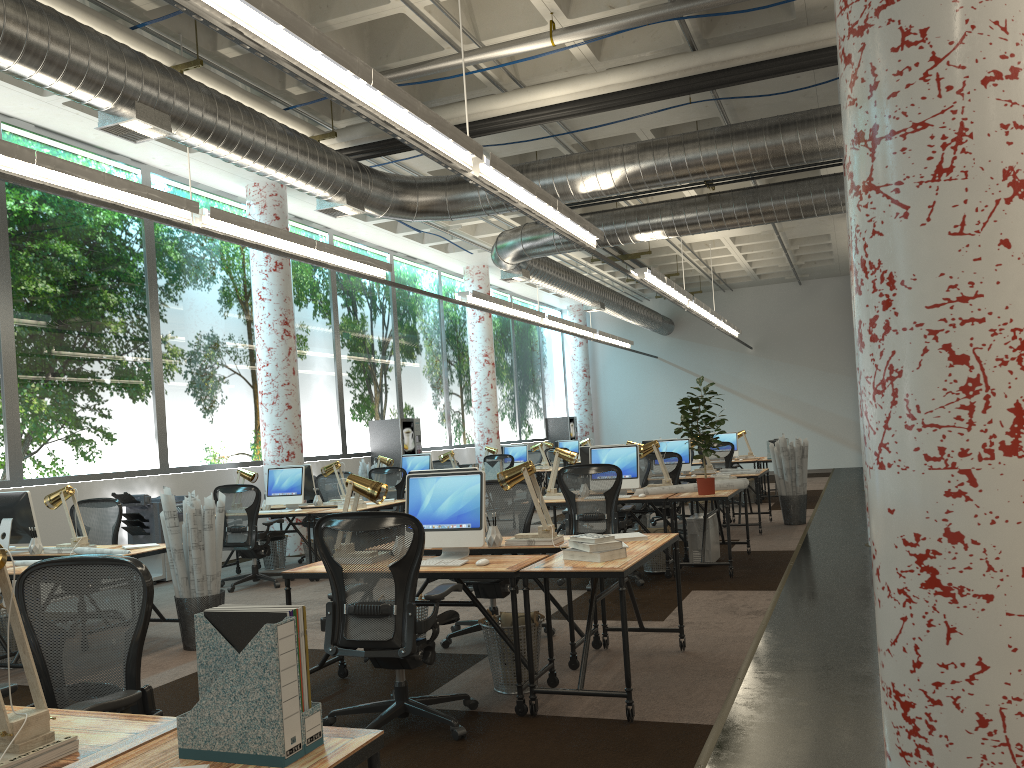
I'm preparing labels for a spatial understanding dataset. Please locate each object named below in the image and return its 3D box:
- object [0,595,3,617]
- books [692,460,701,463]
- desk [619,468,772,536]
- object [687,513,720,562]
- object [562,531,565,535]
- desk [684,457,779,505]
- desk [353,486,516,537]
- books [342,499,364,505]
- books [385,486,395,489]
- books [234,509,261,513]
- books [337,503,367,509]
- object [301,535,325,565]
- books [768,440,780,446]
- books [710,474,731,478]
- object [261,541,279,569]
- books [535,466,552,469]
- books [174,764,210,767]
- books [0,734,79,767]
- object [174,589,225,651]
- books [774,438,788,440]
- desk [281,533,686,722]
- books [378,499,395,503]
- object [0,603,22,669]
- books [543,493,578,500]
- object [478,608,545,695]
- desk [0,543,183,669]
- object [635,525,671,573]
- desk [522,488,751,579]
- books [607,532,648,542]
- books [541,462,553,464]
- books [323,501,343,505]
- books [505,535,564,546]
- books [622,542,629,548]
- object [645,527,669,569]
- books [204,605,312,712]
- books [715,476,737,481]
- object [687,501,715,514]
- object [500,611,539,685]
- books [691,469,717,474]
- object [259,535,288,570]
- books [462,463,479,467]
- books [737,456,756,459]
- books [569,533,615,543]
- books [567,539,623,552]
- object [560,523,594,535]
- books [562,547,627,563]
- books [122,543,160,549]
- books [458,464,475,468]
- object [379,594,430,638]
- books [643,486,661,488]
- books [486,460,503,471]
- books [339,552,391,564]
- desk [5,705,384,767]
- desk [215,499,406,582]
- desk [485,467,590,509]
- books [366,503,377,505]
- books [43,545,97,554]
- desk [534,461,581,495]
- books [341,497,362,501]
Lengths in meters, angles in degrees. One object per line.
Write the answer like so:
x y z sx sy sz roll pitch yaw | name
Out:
-4.211 1.861 7.019 0.359 0.435 0.353 -4 -2 18 | object
3.091 1.338 15.256 0.309 0.038 0.225 -5 -4 21 | books
2.336 1.557 11.640 1.943 0.723 1.401 -5 -3 21 | desk
1.912 1.537 8.823 0.221 0.454 0.541 -4 -2 21 | object
0.638 1.657 9.093 0.235 0.403 0.119 -4 -1 22 | object
3.878 1.672 15.309 1.943 0.723 1.401 -5 -3 21 | desk
-1.108 1.862 12.985 1.943 0.723 1.401 -5 -3 21 | desk
-1.717 1.266 9.547 0.192 0.044 0.258 -3 -4 -21 | books
-1.895 1.528 12.932 0.309 0.038 0.225 -5 -4 21 | books
-3.034 1.432 10.023 0.309 0.038 0.225 -5 -4 21 | books
-1.722 1.312 9.521 0.200 0.050 0.272 -1 -4 -41 | books
-2.143 1.889 9.791 0.359 0.435 0.353 -4 -2 18 | object
4.359 1.080 14.610 0.234 0.310 0.068 -4 -1 21 | books
2.099 0.925 8.910 0.185 0.030 0.153 -5 -3 19 | books
-2.864 1.990 10.471 0.235 0.403 0.119 -4 -1 22 | object
0.582 1.601 16.936 0.309 0.038 0.225 -5 -4 21 | books
-0.717 0.800 1.715 0.200 0.024 0.236 -3 -3 -5 | books
-1.186 0.839 2.007 0.309 0.038 0.225 -5 -4 21 | books
-2.275 1.733 6.488 0.352 0.398 0.354 -3 -2 -24 | object
4.728 1.111 15.552 0.234 0.310 0.068 -4 -1 21 | books
-0.099 1.336 5.158 1.943 0.723 1.401 -5 -3 21 | desk
-1.460 1.349 10.229 0.200 0.024 0.236 -3 -3 -5 | books
-3.522 1.772 6.268 0.359 0.435 0.353 -4 -2 18 | object
0.468 1.099 8.645 0.309 0.038 0.225 -5 -4 21 | books
0.005 1.459 4.874 0.359 0.435 0.353 -4 -2 18 | object
-3.627 1.649 6.552 1.943 0.723 1.401 -5 -3 21 | desk
1.360 1.556 8.413 0.359 0.435 0.353 -4 -2 18 | object
1.255 1.434 8.698 1.943 0.724 1.401 -5 -3 21 | desk
0.688 0.919 5.312 0.200 0.024 0.236 -3 -3 -5 | books
0.742 1.751 19.667 0.309 0.038 0.225 -5 -4 21 | books
-2.009 1.382 10.316 0.309 0.038 0.225 -5 -4 21 | books
0.139 0.952 5.399 0.309 0.038 0.225 -5 -4 21 | books
0.523 0.915 5.006 0.243 0.019 0.205 -4 -3 -1 | books
1.394 1.572 8.485 0.235 0.403 0.119 -4 -1 22 | object
-0.574 0.662 2.009 0.234 0.310 0.068 -4 -1 21 | books
2.108 0.956 8.923 0.258 0.044 0.193 -6 -4 39 | books
2.441 1.680 11.355 0.359 0.435 0.353 -4 -2 18 | object
0.040 1.474 4.945 0.235 0.403 0.119 -4 -1 22 | object
2.574 1.173 11.880 0.309 0.038 0.225 -5 -4 21 | books
-2.832 1.978 10.542 0.359 0.435 0.353 -4 -2 18 | object
-0.574 1.275 12.423 0.234 0.310 0.068 -4 -1 21 | books
4.116 1.288 15.549 0.309 0.038 0.225 -5 -4 21 | books
0.417 0.804 4.621 0.152 0.030 0.185 -1 -4 -41 | books
0.431 0.835 4.629 0.192 0.044 0.258 -3 -4 -21 | books
0.671 1.646 9.165 0.359 0.435 0.353 -4 -2 18 | object
0.426 0.881 4.603 0.200 0.050 0.272 -1 -4 -41 | books
-2.838 1.239 6.770 0.243 0.019 0.206 -2 -4 -31 | books
-0.628 1.270 12.286 0.234 0.310 0.068 -4 -1 21 | books
-0.684 1.548 5.625 0.359 0.435 0.353 -4 -2 18 | object
1.493 1.049 8.939 0.309 0.038 0.225 -5 -4 21 | books
-0.259 1.301 13.227 0.234 0.310 0.068 -4 -1 21 | books
-0.886 1.002 5.105 0.309 0.038 0.225 -5 -4 21 | books
-1.424 1.223 1.766 1.943 0.723 1.401 -5 -3 21 | desk
-2.247 1.766 10.076 1.943 0.723 1.401 -5 -3 21 | desk
0.344 1.985 16.696 1.943 0.723 1.401 -5 -3 21 | desk
-1.625 1.345 9.923 0.243 0.019 0.205 -4 -3 -1 | books
-3.389 1.265 6.793 0.309 0.038 0.225 -5 -4 21 | books
1.529 2.086 19.720 1.943 0.723 1.401 -5 -3 21 | desk
-1.731 1.235 9.538 0.152 0.030 0.185 -1 -4 -41 | books
